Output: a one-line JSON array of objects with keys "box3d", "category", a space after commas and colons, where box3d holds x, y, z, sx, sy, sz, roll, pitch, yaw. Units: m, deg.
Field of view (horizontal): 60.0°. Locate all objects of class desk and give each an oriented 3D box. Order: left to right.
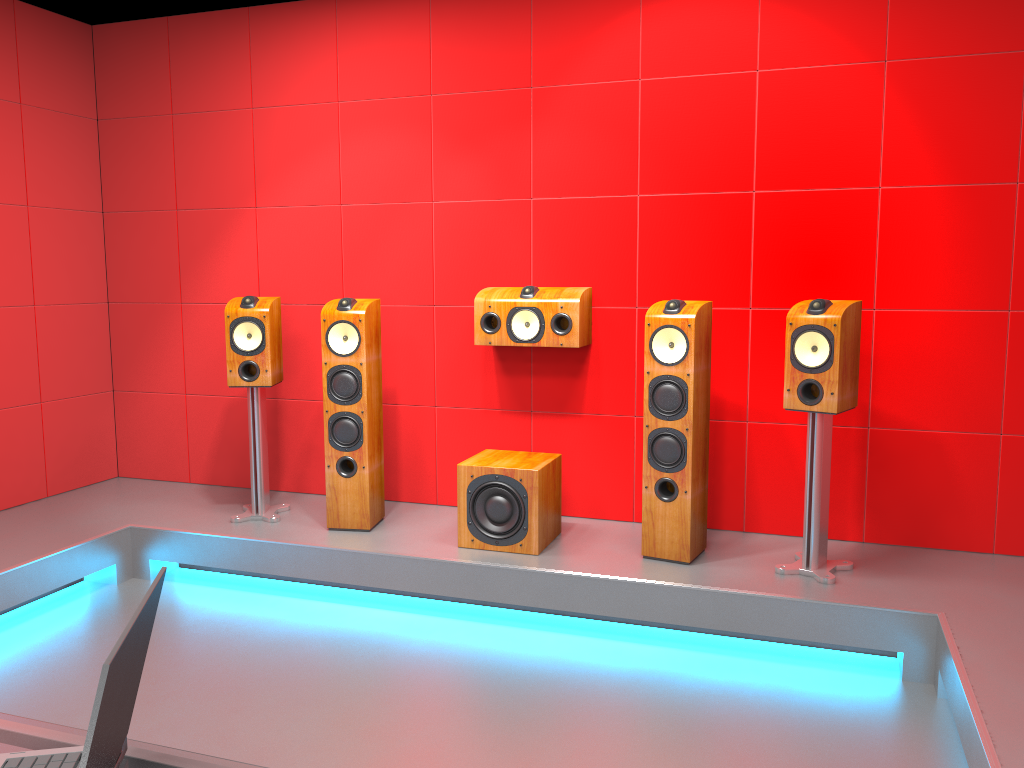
[{"box3d": [-1.107, 0.905, 1.300, 1.617, 0.690, 0.594, 2, 7, 19], "category": "desk"}]

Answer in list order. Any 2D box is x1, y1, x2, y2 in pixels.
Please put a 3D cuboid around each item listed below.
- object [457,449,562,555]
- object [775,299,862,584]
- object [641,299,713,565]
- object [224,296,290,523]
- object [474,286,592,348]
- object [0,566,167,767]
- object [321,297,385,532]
[{"box3d": [-0.006, 0.503, 3.849, 0.360, 0.360, 0.360, 2, 7, 19], "category": "object"}, {"box3d": [1.180, 0.203, 3.403, 0.231, 1.058, 0.265, 5, 9, 39], "category": "object"}, {"box3d": [0.668, 0.183, 3.602, 0.203, 1.052, 0.238, 4, 8, 29], "category": "object"}, {"box3d": [-1.213, 0.110, 4.221, 0.231, 1.058, 0.265, 0, 7, -1], "category": "object"}, {"box3d": [0.097, -0.315, 4.057, 0.493, 0.271, 0.235, 2, 7, 19], "category": "object"}, {"box3d": [-0.642, 0.434, 1.125, 0.340, 0.285, 0.342, -2, 7, -11], "category": "object"}, {"box3d": [-0.725, 0.131, 4.055, 0.203, 1.052, 0.238, 1, 7, 9], "category": "object"}]
